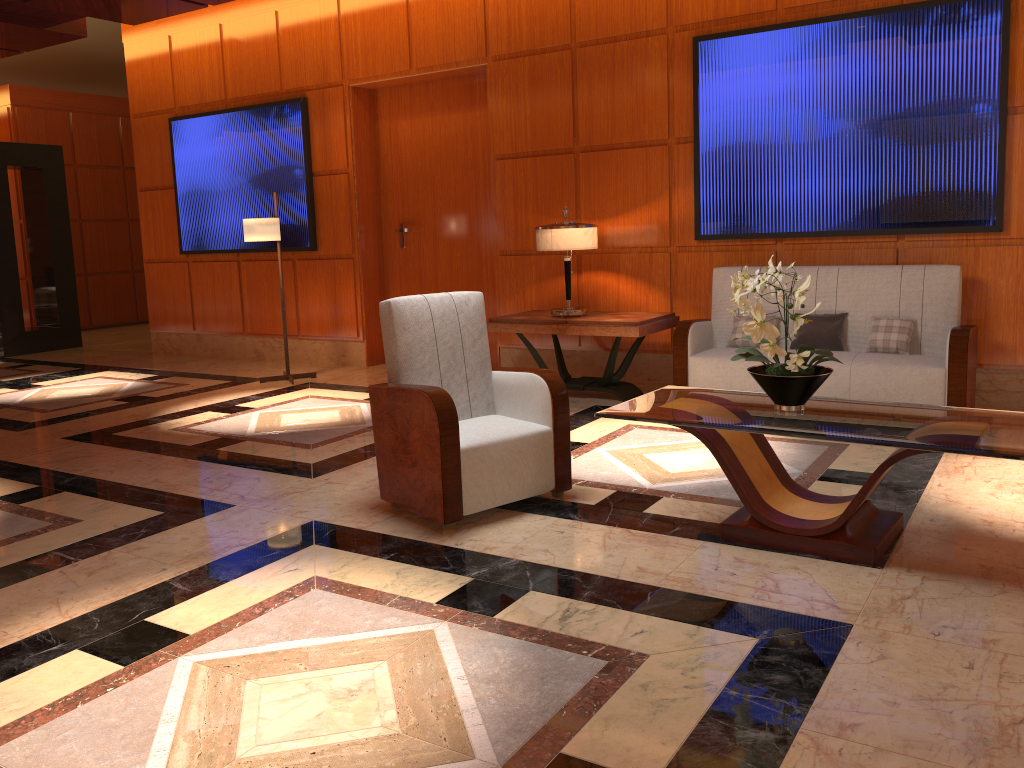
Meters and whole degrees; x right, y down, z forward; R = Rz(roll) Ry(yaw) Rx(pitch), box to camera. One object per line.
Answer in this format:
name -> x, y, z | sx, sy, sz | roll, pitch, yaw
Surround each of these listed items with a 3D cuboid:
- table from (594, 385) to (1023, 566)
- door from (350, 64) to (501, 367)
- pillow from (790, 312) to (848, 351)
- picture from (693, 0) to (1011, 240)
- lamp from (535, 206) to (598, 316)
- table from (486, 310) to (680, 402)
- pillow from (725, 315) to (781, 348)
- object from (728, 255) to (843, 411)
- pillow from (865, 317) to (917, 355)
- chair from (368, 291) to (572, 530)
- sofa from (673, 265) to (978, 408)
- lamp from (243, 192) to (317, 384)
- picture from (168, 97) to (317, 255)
table -> 1.188, 0.360, 3.526 | 1.562, 0.493, 0.725 | 5, 11, 35
door -> -0.716, -1.453, 8.134 | 1.539, 2.637, 0.342 | 3, 9, 32
pillow -> 2.025, -0.344, 5.851 | 0.358, 0.251, 0.161 | 3, 10, 29
picture -> 2.184, -1.722, 5.952 | 1.998, 1.444, 0.057 | 4, 9, 32
lamp -> 0.409, -0.911, 6.543 | 0.458, 0.789, 0.461 | -3, 8, -6
table -> 0.529, -0.213, 6.659 | 1.271, 0.603, 0.729 | 4, 11, 32
pillow -> 1.642, -0.356, 6.059 | 0.344, 0.226, 0.196 | 5, 11, 37
object -> 1.097, -0.205, 3.564 | 0.417, 0.614, 0.793 | -1, 9, 9
pillow -> 2.387, -0.297, 5.588 | 0.273, 0.228, 0.203 | 4, 10, 34
chair -> -0.207, 0.068, 4.095 | 0.740, 0.956, 0.630 | -9, 11, -38
sofa -> 2.007, -0.293, 5.788 | 1.800, 0.927, 0.615 | 4, 10, 32
lamp -> -2.060, -0.834, 7.736 | 0.360, 1.652, 0.529 | 1, 8, 22
picture -> -2.785, -2.070, 9.052 | 1.998, 1.444, 0.057 | 4, 9, 32
